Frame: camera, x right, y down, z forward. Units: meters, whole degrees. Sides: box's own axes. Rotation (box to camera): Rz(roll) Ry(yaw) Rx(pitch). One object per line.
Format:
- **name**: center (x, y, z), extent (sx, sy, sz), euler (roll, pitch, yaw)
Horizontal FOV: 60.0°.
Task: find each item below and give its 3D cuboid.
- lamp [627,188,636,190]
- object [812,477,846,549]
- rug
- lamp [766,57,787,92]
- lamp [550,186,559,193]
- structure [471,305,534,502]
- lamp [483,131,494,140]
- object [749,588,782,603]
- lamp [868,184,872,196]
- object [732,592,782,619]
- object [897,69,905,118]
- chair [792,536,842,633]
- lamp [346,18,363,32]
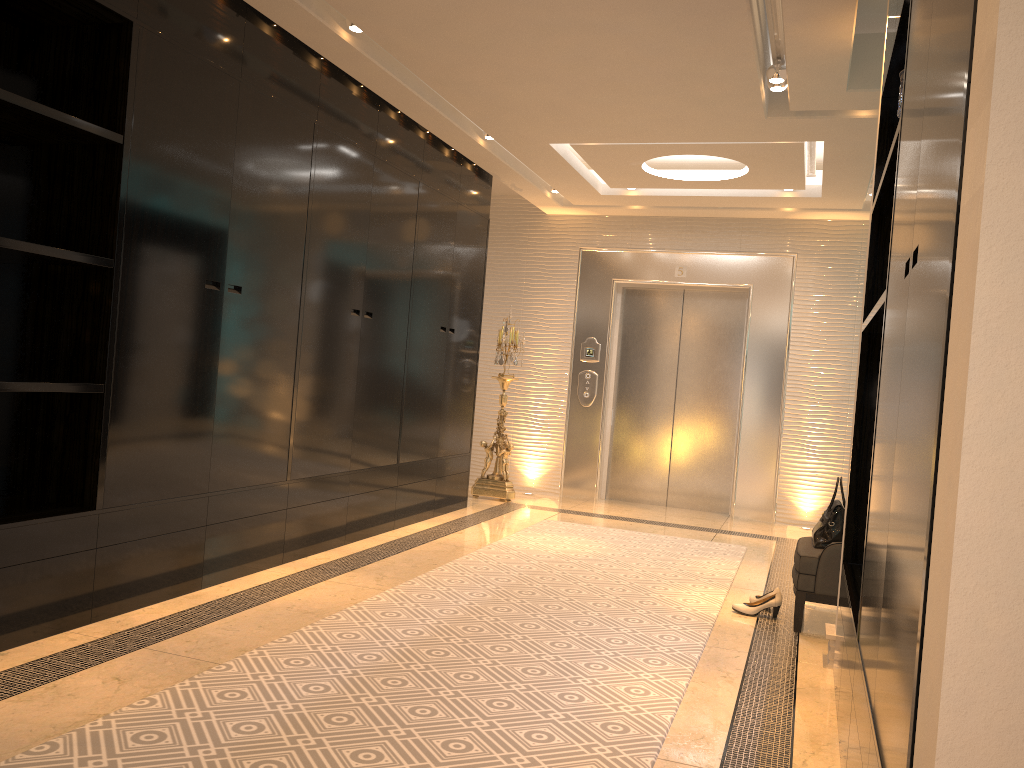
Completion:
- **lamp**: center (0.964, -1.632, 7.142), extent (0.107, 0.127, 0.107), euler (5, 1, 37)
- **object**: center (1.583, 0.627, 4.382), extent (0.168, 0.345, 0.366), euler (5, 1, 18)
- **rug**: center (0.163, 1.057, 4.192), extent (1.526, 0.015, 5.025), euler (5, 1, 19)
- **lamp**: center (1.354, -1.577, 4.516), extent (0.107, 0.127, 0.235), euler (5, 1, 19)
- **lamp**: center (0.378, -1.682, 7.505), extent (0.107, 0.127, 0.107), euler (5, 1, 0)
- **structure**: center (0.082, 0.175, 7.908), extent (0.382, 1.715, 0.811), euler (5, 1, 43)
- **lamp**: center (-0.141, -1.710, 5.970), extent (0.107, 0.127, 0.107), euler (5, 1, 37)
- **object**: center (1.307, 1.087, 4.553), extent (0.084, 0.135, 0.235), euler (4, 1, -23)
- **lamp**: center (2.744, -1.484, 6.702), extent (0.107, 0.127, 0.107), euler (5, 1, 0)
- **object**: center (1.211, 1.081, 4.385), extent (0.235, 0.135, 0.084), euler (5, 1, 21)
- **object**: center (1.347, -0.888, 2.918), extent (0.155, 0.347, 0.155), euler (5, 1, -1)
- **chair**: center (1.746, 0.739, 4.311), extent (0.702, 0.898, 0.625), euler (5, 1, 20)
- **lamp**: center (-0.734, -1.743, 4.218), extent (0.107, 0.127, 0.107), euler (5, 1, 0)
